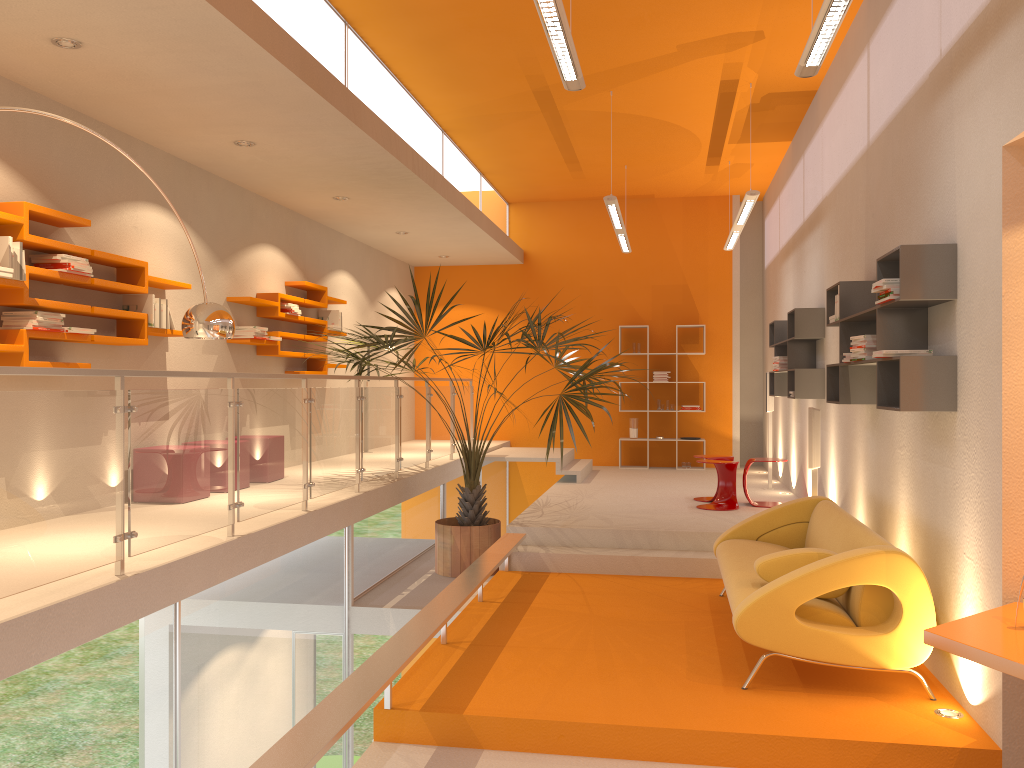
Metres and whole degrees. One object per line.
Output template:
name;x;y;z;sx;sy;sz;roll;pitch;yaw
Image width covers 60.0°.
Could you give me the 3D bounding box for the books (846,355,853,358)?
books;2.157;-0.165;5.459;0.190;0.015;0.254;0;0;21

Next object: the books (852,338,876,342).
books;2.088;-0.252;5.099;0.190;0.015;0.254;0;0;7

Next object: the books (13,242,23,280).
books;-2.812;-0.679;4.915;0.207;0.210;0.021;0;0;10

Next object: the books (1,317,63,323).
books;-2.766;-0.369;5.118;0.230;0.017;0.227;0;0;5

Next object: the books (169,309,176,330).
books;-2.562;-0.469;6.412;0.230;0.150;0.091;0;0;10

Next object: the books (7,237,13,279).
books;-2.837;-0.687;4.845;0.230;0.227;0.017;0;0;10

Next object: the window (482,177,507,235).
window;-0.237;-2.314;12.135;0.006;0.660;1.860;0;0;10

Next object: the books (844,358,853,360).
books;2.154;-0.152;5.450;0.190;0.011;0.268;0;0;27

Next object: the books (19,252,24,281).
books;-2.810;-0.652;4.931;0.207;0.156;0.009;0;0;10

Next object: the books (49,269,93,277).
books;-2.731;-0.671;5.383;0.210;0.013;0.297;0;0;10

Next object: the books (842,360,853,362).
books;2.152;-0.140;5.446;0.210;0.013;0.297;0;0;25

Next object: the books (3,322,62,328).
books;-2.758;-0.338;5.106;0.190;0.015;0.254;0;0;6

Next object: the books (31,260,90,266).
books;-2.729;-0.728;5.367;0.227;0.017;0.230;0;0;5

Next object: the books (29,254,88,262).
books;-2.743;-0.760;5.370;0.230;0.017;0.227;0;0;10

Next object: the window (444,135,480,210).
window;-0.568;-2.314;10.260;0.006;0.660;1.869;0;0;10

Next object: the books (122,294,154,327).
books;-2.597;-0.508;6.163;0.230;0.227;0.017;0;0;10

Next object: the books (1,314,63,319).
books;-2.770;-0.385;5.121;0.254;0.015;0.190;0;0;17

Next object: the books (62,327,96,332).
books;-2.714;-0.330;5.416;0.226;0.017;0.230;0;0;10

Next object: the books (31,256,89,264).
books;-2.731;-0.744;5.363;0.190;0.015;0.254;0;0;17

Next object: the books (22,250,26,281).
books;-2.821;-0.658;4.948;0.230;0.169;0.023;0;0;10

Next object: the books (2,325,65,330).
books;-2.758;-0.325;5.116;0.190;0.011;0.268;0;0;12

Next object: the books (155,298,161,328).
books;-2.576;-0.499;6.253;0.207;0.210;0.021;0;0;10

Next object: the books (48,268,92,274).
books;-2.726;-0.683;5.376;0.268;0.011;0.190;0;0;12

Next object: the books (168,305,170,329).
books;-2.570;-0.479;6.370;0.230;0.169;0.023;0;0;10

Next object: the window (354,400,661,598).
window;0.049;0.920;9.741;0.908;1.393;6.719;0;0;30

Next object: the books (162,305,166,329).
books;-2.577;-0.479;6.316;0.230;0.169;0.027;0;0;10

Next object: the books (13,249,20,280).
books;-2.828;-0.659;4.894;0.230;0.169;0.027;0;0;10

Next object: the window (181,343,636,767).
window;-0.150;2.117;8.521;0.481;5.399;8.922;0;0;22

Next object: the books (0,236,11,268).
books;-2.834;-0.687;4.825;0.230;0.227;0.017;0;0;10

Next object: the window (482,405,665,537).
window;0.890;2.553;11.936;2.294;4.526;1.860;0;0;10

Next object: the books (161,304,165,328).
books;-2.574;-0.479;6.287;0.230;0.169;0.027;0;0;10

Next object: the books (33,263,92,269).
books;-2.723;-0.711;5.380;0.254;0.015;0.190;0;0;12

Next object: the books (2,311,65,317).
books;-2.764;-0.401;5.132;0.226;0.017;0.230;0;0;10

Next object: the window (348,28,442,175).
window;-0.980;-2.314;7.924;0.006;0.660;2.794;0;0;10

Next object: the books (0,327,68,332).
books;-2.756;-0.313;5.119;0.210;0.013;0.297;0;0;10

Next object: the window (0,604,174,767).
window;-1.827;2.936;3.126;0.006;3.760;2.311;0;0;10

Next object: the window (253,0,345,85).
window;-1.424;-2.314;5.406;0.006;0.660;2.241;0;0;10

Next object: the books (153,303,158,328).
books;-2.589;-0.479;6.203;0.230;0.169;0.027;0;0;10

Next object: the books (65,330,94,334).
books;-2.720;-0.314;5.404;0.254;0.015;0.190;0;0;17

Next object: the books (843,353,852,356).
books;2.151;-0.180;5.453;0.190;0.015;0.254;0;0;27

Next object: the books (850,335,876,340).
books;2.101;-0.268;5.094;0.230;0.017;0.226;0;0;0

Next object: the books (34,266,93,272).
books;-2.716;-0.696;5.375;0.254;0.015;0.190;0;0;6

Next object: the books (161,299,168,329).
books;-2.561;-0.499;6.338;0.207;0.210;0.021;0;0;10

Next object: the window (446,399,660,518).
window;0.315;2.517;11.243;0.993;4.599;4.234;0;0;42

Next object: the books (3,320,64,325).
books;-2.754;-0.353;5.113;0.190;0.015;0.254;0;0;12

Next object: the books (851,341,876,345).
books;2.092;-0.237;5.106;0.190;0.015;0.254;0;0;1

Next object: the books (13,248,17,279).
books;-2.825;-0.659;4.865;0.230;0.169;0.027;0;0;10
